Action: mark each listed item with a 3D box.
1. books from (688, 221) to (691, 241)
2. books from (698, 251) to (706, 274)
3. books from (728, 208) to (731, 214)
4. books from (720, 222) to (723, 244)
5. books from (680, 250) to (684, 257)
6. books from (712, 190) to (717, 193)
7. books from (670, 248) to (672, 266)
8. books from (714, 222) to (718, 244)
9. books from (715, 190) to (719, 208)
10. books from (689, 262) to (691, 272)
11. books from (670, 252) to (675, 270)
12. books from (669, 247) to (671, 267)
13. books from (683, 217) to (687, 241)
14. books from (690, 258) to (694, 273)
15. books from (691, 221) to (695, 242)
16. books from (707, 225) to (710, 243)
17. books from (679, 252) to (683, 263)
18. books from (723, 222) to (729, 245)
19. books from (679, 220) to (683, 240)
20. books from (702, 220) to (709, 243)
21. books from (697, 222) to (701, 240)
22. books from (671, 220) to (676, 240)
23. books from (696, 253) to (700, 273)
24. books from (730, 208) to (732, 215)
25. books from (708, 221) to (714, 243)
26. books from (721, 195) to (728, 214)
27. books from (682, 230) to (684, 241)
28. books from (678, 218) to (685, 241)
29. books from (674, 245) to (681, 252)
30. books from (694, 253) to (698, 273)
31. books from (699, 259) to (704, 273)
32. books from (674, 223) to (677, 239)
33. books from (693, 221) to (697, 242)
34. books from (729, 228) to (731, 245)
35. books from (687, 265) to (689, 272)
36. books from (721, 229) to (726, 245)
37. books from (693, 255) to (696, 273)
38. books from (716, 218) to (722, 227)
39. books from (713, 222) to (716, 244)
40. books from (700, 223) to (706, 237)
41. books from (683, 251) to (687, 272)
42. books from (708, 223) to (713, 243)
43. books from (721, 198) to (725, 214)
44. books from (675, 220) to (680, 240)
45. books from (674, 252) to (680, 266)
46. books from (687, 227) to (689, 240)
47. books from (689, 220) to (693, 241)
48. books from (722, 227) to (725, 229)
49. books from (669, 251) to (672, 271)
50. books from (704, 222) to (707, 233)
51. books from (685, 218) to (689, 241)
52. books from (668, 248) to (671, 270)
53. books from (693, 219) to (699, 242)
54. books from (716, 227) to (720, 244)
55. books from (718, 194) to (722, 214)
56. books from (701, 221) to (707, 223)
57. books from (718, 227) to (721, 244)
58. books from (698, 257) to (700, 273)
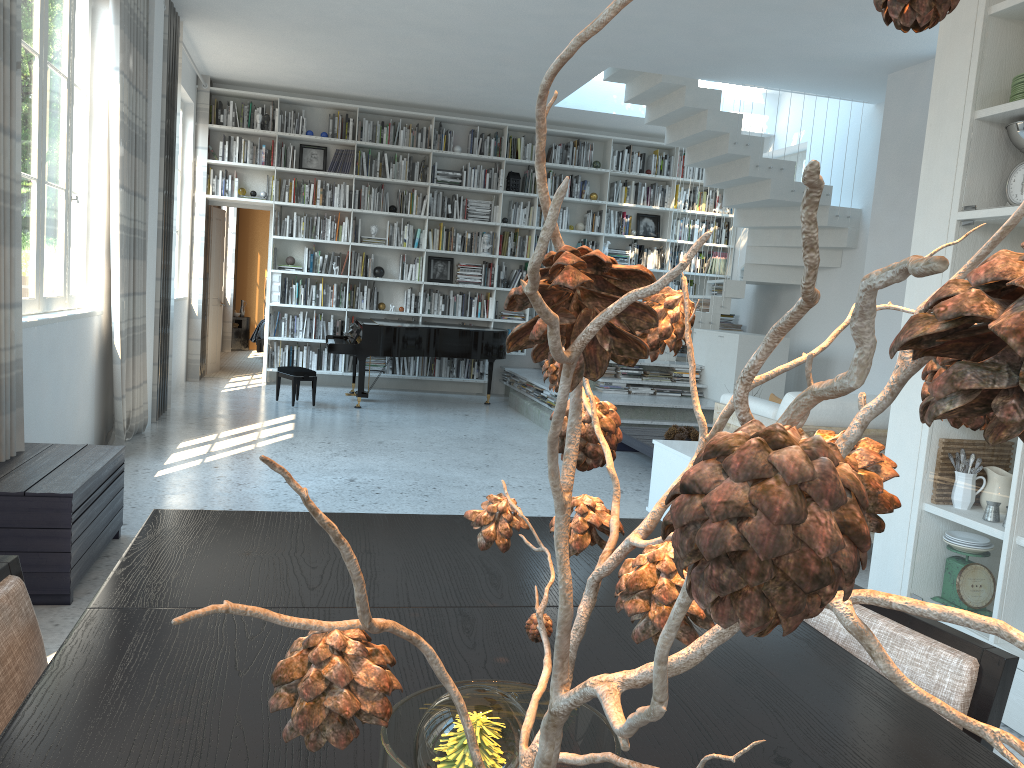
[{"bbox_3d":[2.155,-1.874,10.906,0.013,0.260,0.158,3,6,-13],"label":"books"},{"bbox_3d":[2.343,-1.506,11.007,0.026,0.278,0.169,3,6,-13],"label":"books"},{"bbox_3d":[2.665,-2.205,10.989,0.040,0.247,0.159,3,6,-13],"label":"books"},{"bbox_3d":[2.567,-1.864,11.012,0.013,0.283,0.149,3,7,-13],"label":"books"},{"bbox_3d":[2.070,-1.514,10.940,0.022,0.266,0.157,3,7,-13],"label":"books"},{"bbox_3d":[2.477,-2.240,10.950,0.011,0.295,0.151,3,7,-13],"label":"books"},{"bbox_3d":[1.928,-1.531,10.923,0.010,0.279,0.147,3,7,-13],"label":"books"},{"bbox_3d":[2.489,-1.859,10.980,0.028,0.268,0.173,3,6,-13],"label":"books"},{"bbox_3d":[2.496,-2.234,10.944,0.023,0.287,0.162,3,7,-13],"label":"books"},{"bbox_3d":[2.166,-1.470,10.977,0.030,0.184,0.137,3,6,-13],"label":"books"},{"bbox_3d":[1.964,-1.508,10.934,0.066,0.237,0.144,3,6,-13],"label":"books"},{"bbox_3d":[1.911,-1.537,10.908,0.010,0.293,0.164,3,7,-13],"label":"books"},{"bbox_3d":[2.099,-1.896,10.902,0.022,0.297,0.162,3,7,-13],"label":"books"},{"bbox_3d":[2.197,-1.497,10.963,0.022,0.247,0.180,3,6,-13],"label":"books"},{"bbox_3d":[2.197,-1.871,10.915,0.024,0.260,0.156,3,7,-13],"label":"books"},{"bbox_3d":[2.405,-1.851,10.989,0.028,0.237,0.145,3,6,-13],"label":"books"},{"bbox_3d":[2.048,-1.504,10.924,0.026,0.246,0.180,3,6,-13],"label":"books"},{"bbox_3d":[2.644,-1.863,11.018,0.042,0.293,0.186,3,6,-13],"label":"books"},{"bbox_3d":[2.036,-1.878,10.878,0.026,0.257,0.173,3,6,-13],"label":"books"},{"bbox_3d":[2.383,-1.879,10.979,0.024,0.292,0.132,3,7,-13],"label":"books"},{"bbox_3d":[2.289,-1.865,10.954,0.012,0.254,0.160,3,6,-13],"label":"books"},{"bbox_3d":[1.958,-1.882,10.864,0.012,0.254,0.160,3,6,-13],"label":"books"},{"bbox_3d":[2.278,-1.496,11.004,0.025,0.249,0.133,3,7,-13],"label":"books"},{"bbox_3d":[2.693,-2.187,10.979,0.011,0.217,0.169,3,6,-13],"label":"books"},{"bbox_3d":[2.456,-1.869,10.977,0.012,0.283,0.151,3,7,-13],"label":"books"},{"bbox_3d":[2.632,-2.213,10.981,0.029,0.258,0.162,3,6,-13],"label":"books"},{"bbox_3d":[2.070,-1.846,10.908,0.028,0.192,0.136,3,6,-13],"label":"books"},{"bbox_3d":[2.060,-1.890,10.867,0.014,0.286,0.185,3,6,-13],"label":"books"},{"bbox_3d":[2.028,-1.546,10.934,0.012,0.322,0.141,3,7,-13],"label":"books"},{"bbox_3d":[2.261,-1.499,10.996,0.012,0.254,0.160,3,6,-13],"label":"books"},{"bbox_3d":[2.321,-1.456,10.980,0.024,0.181,0.190,3,6,-13],"label":"books"},{"bbox_3d":[1.973,-1.880,10.880,0.026,0.250,0.160,3,6,-13],"label":"books"},{"bbox_3d":[2.220,-1.871,10.918,0.022,0.263,0.172,3,6,-13],"label":"books"},{"bbox_3d":[2.671,-1.825,11.030,0.021,0.219,0.183,3,6,-13],"label":"books"},{"bbox_3d":[2.146,-1.471,10.950,0.023,0.189,0.169,3,6,-13],"label":"books"},{"bbox_3d":[2.588,-1.817,11.006,0.029,0.195,0.191,3,6,-13],"label":"books"},{"bbox_3d":[2.220,-1.503,10.978,0.029,0.259,0.171,3,6,-13],"label":"books"},{"bbox_3d":[2.555,-1.889,11.015,0.013,0.330,0.139,3,7,-13],"label":"books"},{"bbox_3d":[2.468,-1.865,10.977,0.013,0.277,0.187,3,6,-13],"label":"books"},{"bbox_3d":[2.321,-1.856,10.942,0.045,0.245,0.176,3,6,-13],"label":"books"},{"bbox_3d":[2.110,-1.509,10.937,0.056,0.262,0.176,3,6,-13],"label":"books"},{"bbox_3d":[2.434,-1.856,10.983,0.025,0.253,0.159,3,6,-13],"label":"books"},{"bbox_3d":[2.585,-2.192,10.963,0.023,0.214,0.180,3,6,-13],"label":"books"},{"bbox_3d":[2.003,-1.874,10.859,0.023,0.248,0.181,3,6,-13],"label":"books"},{"bbox_3d":[2.013,-1.505,10.917,0.022,0.243,0.170,3,6,-13],"label":"books"},{"bbox_3d":[2.129,-1.836,10.919,0.027,0.180,0.156,3,6,-13],"label":"books"},{"bbox_3d":[2.172,-1.879,10.918,0.025,0.271,0.152,3,7,-13],"label":"books"},{"bbox_3d":[2.607,-1.837,11.044,0.024,0.230,0.130,3,7,-13],"label":"books"},{"bbox_3d":[1.919,-1.510,10.914,0.010,0.239,0.147,3,6,-13],"label":"books"},{"bbox_3d":[2.353,-1.862,10.954,0.023,0.258,0.183,3,6,-13],"label":"books"},{"bbox_3d":[2.118,-1.892,10.895,0.012,0.293,0.165,3,7,-13],"label":"books"},{"bbox_3d":[1.897,-1.529,10.891,0.025,0.278,0.160,3,7,-13],"label":"books"},{"bbox_3d":[2.246,-1.880,10.927,0.030,0.284,0.166,3,7,-13],"label":"books"},{"bbox_3d":[2.513,-1.829,10.988,0.025,0.212,0.188,3,6,-13],"label":"books"},{"bbox_3d":[2.542,-2.215,10.952,0.070,0.254,0.154,3,6,-13],"label":"books"},{"bbox_3d":[2.364,-1.871,10.980,0.010,0.274,0.130,3,7,-13],"label":"books"},{"bbox_3d":[2.536,-1.833,11.002,0.025,0.220,0.177,3,6,-13],"label":"books"},{"bbox_3d":[2.295,-1.475,11.013,0.014,0.207,0.138,3,6,-13],"label":"books"}]
